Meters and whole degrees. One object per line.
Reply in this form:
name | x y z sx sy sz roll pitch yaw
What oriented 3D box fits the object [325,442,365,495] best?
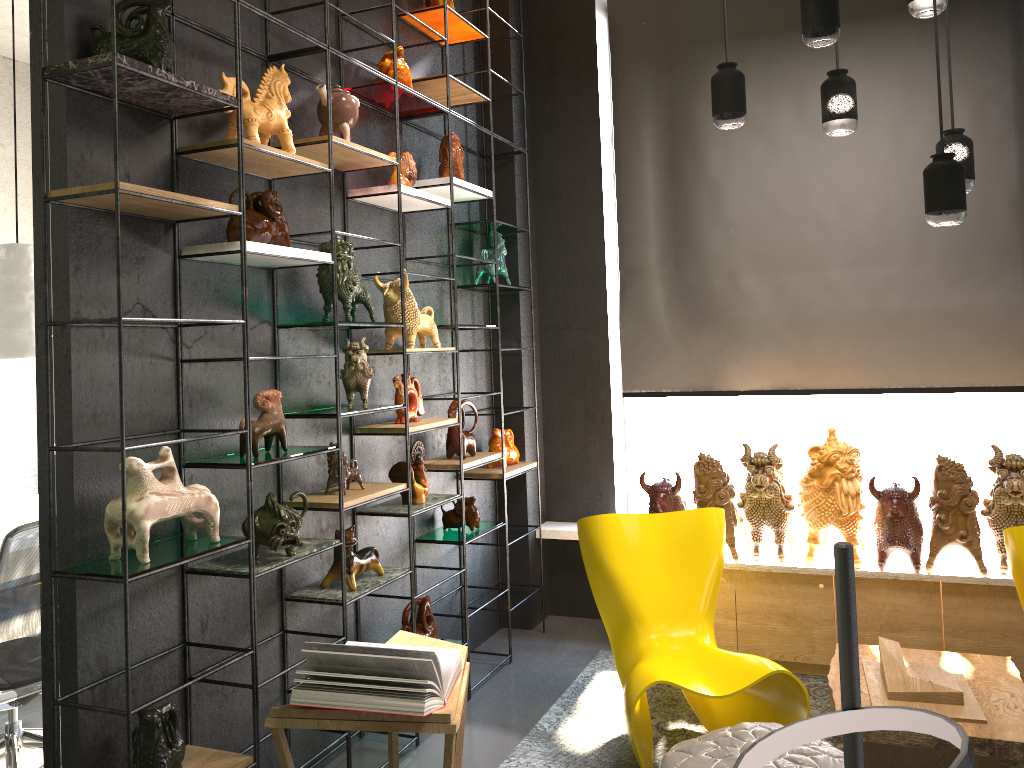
object | -0.653 0.323 3.459 0.096 0.210 0.183 -3 0 25

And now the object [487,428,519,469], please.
object | -0.046 0.346 4.883 0.138 0.222 0.278 -2 0 23

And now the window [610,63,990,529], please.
window | 1.724 -0.787 5.078 2.306 3.173 0.051 -2 -2 22

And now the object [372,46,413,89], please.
object | -0.555 -1.396 4.020 0.139 0.222 0.277 -2 0 -37

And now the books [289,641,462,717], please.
books | -0.395 0.861 2.696 0.400 0.233 0.482 -2 1 9

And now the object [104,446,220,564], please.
object | -1.004 0.332 2.569 0.164 0.304 0.341 -3 0 27

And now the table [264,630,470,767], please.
table | -0.318 1.203 2.727 0.495 0.620 0.734 -2 0 23

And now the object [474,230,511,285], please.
object | -0.111 -0.701 4.884 0.152 0.333 0.289 -2 0 15

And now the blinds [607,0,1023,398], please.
blinds | -0.988 -0.792 5.374 12.695 3.314 3.526 0 1 43

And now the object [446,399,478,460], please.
object | -0.257 0.222 4.390 0.114 0.290 0.249 -3 0 22

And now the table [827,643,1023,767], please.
table | 1.537 1.270 3.265 0.693 0.309 0.829 -1 2 22

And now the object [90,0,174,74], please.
object | -1.123 -1.002 2.591 0.253 0.250 0.126 -2 -1 -3

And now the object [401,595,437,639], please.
object | -0.417 1.078 3.857 0.126 0.250 0.253 -3 0 22

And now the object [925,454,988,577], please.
object | 2.058 0.580 4.102 0.249 0.546 0.475 -3 0 30

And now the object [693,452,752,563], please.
object | 1.068 0.601 4.509 0.249 0.546 0.475 -3 0 30

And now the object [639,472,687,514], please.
object | 0.824 0.647 4.557 0.219 0.441 0.463 -3 0 27

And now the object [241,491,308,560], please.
object | -0.806 0.465 3.002 0.192 0.221 0.403 -2 1 -8

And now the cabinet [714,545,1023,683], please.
cabinet | 1.995 1.107 4.116 2.727 0.531 0.404 -1 0 22

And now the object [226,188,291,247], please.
object | -0.867 -0.564 3.013 0.138 0.222 0.278 -2 0 22

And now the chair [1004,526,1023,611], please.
chair | 2.135 0.964 3.028 0.657 0.898 1.069 -2 0 17

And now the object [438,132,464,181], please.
object | -0.305 -1.111 4.434 0.126 0.250 0.253 -2 0 -8

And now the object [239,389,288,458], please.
object | -0.842 0.132 2.989 0.119 0.221 0.212 -2 0 6

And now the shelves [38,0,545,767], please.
shelves | -0.579 -0.476 3.728 0.274 3.914 2.993 -3 -1 22

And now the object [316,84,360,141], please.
object | -0.688 -1.052 3.502 0.164 0.267 0.237 -2 0 -6

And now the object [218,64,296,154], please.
object | -0.877 -0.962 3.050 0.170 0.363 0.376 -2 0 18

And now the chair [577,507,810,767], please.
chair | 0.661 0.994 3.642 0.658 0.898 1.068 -2 1 -8

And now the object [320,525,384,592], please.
object | -0.599 0.656 3.460 0.155 0.236 0.309 -2 1 26

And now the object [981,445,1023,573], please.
object | 2.249 0.550 3.992 0.271 0.580 0.430 -2 -1 15

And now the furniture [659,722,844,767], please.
furniture | 0.763 1.280 2.649 0.678 0.383 0.679 -2 1 22

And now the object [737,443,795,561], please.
object | 1.259 0.571 4.398 0.271 0.580 0.430 -2 -1 15

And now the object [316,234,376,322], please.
object | -0.659 -0.415 3.474 0.167 0.357 0.255 -3 -1 27

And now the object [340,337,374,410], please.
object | -0.618 -0.041 3.470 0.131 0.280 0.207 -2 -1 -20

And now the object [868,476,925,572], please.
object | 1.814 0.627 4.150 0.219 0.441 0.463 -3 0 27

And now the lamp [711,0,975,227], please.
lamp | 1.052 -1.603 1.917 2.678 2.276 2.840 -2 1 -24

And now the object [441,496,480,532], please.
object | -0.259 0.640 4.393 0.210 0.169 0.105 -2 -1 22

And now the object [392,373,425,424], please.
object | -0.460 0.063 3.955 0.060 0.223 0.267 -3 0 23

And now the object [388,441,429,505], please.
object | -0.441 0.391 3.918 0.123 0.271 0.227 -3 0 22

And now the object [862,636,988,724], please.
object | 1.483 1.050 3.231 0.350 0.136 0.520 -2 2 17

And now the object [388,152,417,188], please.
object | -0.485 -0.953 3.991 0.107 0.210 0.234 -3 0 39

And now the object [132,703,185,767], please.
object | -1.011 1.025 2.530 0.126 0.250 0.253 -2 0 -8

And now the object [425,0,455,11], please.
object | -0.376 -1.952 4.443 0.097 0.290 0.289 -1 0 -29

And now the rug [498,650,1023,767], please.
rug | 1.714 1.425 2.961 3.592 0.010 2.191 -1 2 22

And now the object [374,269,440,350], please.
object | -0.456 -0.325 3.942 0.175 0.352 0.369 -3 0 27

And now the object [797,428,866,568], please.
object | 1.548 0.529 4.267 0.307 0.656 0.469 -3 -1 27

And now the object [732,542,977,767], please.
object | 0.278 0.453 0.711 0.240 0.602 0.239 -1 -2 -41
